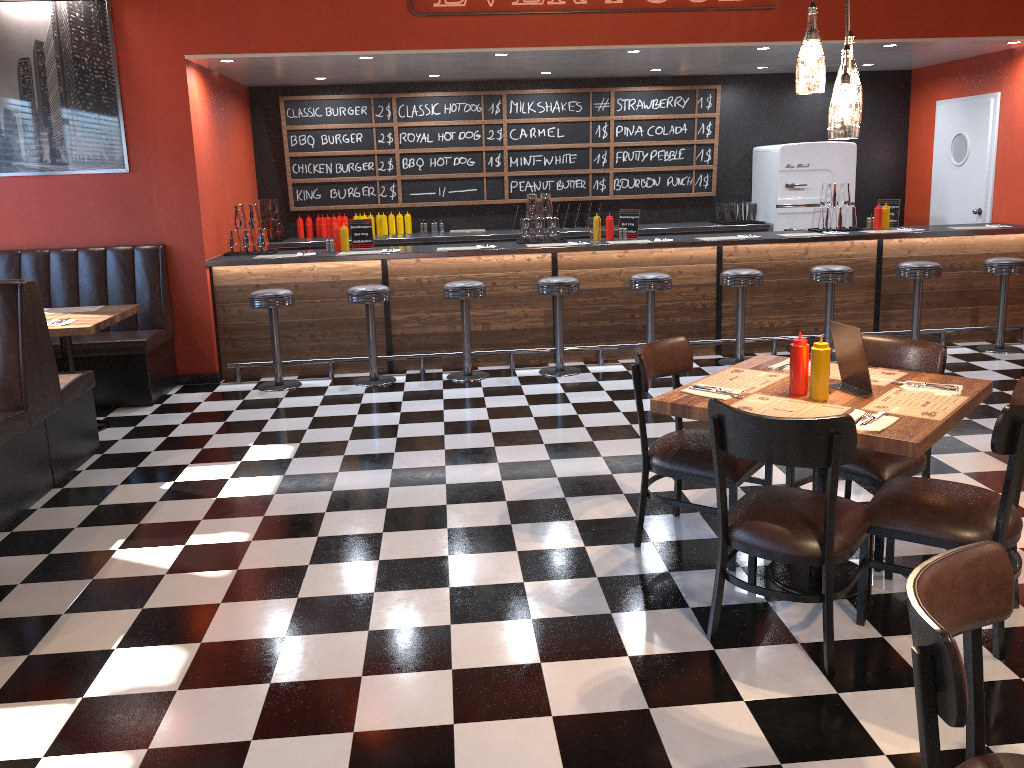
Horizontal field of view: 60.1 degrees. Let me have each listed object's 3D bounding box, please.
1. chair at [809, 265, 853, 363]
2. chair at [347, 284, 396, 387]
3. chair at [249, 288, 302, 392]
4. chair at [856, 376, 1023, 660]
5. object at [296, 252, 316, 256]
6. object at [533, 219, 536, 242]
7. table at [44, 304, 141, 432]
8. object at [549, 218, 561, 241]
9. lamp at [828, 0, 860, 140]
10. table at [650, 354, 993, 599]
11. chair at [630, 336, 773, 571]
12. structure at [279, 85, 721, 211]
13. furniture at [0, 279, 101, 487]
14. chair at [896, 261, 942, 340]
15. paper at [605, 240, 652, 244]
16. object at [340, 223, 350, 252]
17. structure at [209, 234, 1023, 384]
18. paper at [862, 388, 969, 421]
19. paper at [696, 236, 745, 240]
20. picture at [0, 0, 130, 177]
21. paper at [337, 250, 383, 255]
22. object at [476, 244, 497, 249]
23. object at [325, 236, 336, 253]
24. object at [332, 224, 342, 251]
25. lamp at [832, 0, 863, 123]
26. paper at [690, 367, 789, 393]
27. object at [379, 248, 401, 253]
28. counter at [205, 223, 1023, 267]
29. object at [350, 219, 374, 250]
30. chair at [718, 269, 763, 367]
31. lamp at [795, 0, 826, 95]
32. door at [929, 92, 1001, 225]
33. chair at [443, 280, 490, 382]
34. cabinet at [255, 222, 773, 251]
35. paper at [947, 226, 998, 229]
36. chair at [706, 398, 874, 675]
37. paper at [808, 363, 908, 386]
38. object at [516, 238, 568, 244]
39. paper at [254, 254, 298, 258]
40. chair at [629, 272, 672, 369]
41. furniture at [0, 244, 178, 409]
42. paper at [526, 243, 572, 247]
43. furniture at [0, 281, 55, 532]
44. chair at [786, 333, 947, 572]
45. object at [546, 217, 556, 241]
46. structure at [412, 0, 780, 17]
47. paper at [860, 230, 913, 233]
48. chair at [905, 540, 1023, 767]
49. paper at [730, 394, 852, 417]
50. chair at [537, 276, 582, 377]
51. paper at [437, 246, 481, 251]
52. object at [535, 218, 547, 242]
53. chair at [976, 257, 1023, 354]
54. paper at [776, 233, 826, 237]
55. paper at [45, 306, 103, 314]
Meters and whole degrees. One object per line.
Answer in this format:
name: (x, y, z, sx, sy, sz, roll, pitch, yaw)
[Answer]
chair: (2.627, -0.591, 7.331, 0.348, 0.768, 0.351, -3, 12, -4)
chair: (-1.117, -0.397, 7.046, 0.350, 0.768, 0.350, -13, 16, -43)
chair: (-1.866, -0.358, 6.988, 0.349, 0.768, 0.350, 8, 15, 40)
chair: (1.561, 0.421, 3.121, 0.546, 0.860, 0.489, 7, 15, 35)
object: (-1.702, -1.077, 7.316, 0.157, 0.019, 0.257, -4, 14, -8)
object: (0.232, -1.358, 7.801, 0.106, 0.207, 0.106, 8, 15, 40)
table: (-3.461, -0.042, 5.909, 1.692, 0.767, 0.965, -3, 13, -4)
object: (0.371, -1.338, 7.697, 0.106, 0.207, 0.106, 8, 15, 40)
lamp: (1.155, -1.833, 2.984, 0.109, 1.949, 0.109, 8, 15, 41)
table: (1.207, 0.398, 3.461, 0.959, 0.767, 0.966, 9, 17, 39)
chair: (0.806, 0.267, 3.857, 0.546, 0.860, 0.489, 6, 15, 34)
structure: (-0.070, -2.470, 9.276, 4.543, 1.137, 0.202, -3, 11, -4)
furniture: (-3.405, -0.030, 5.055, 1.709, 1.144, 0.712, -3, 12, -4)
chair: (3.376, -0.630, 7.388, 0.348, 0.768, 0.351, -2, 12, 1)
paper: (0.994, -1.205, 7.508, 0.365, 0.001, 0.263, -3, 14, -3)
object: (-1.415, -1.242, 7.492, 0.068, 0.236, 0.068, -2, 12, -3)
structure: (1.075, -0.618, 7.475, 7.041, 1.031, 0.217, -3, 11, -4)
paper: (1.442, 0.068, 3.161, 0.262, 0.001, 0.367, 10, 18, 39)
paper: (1.773, -1.244, 7.563, 0.365, 0.001, 0.263, -4, 14, -8)
picture: (-3.503, -2.251, 6.720, 1.023, 1.290, 0.016, -3, 11, -4)
paper: (-1.248, -1.088, 7.334, 0.365, 0.001, 0.263, -3, 14, -3)
object: (-0.217, -1.163, 7.467, 0.157, 0.019, 0.257, -4, 14, -8)
object: (-1.531, -1.174, 7.448, 0.094, 0.135, 0.047, 5, 14, 30)
object: (-1.494, -1.255, 7.556, 0.068, 0.236, 0.068, -2, 12, -3)
lamp: (1.202, -1.918, 3.083, 0.108, 1.949, 0.109, -5, 12, -17)
paper: (0.928, -0.018, 3.585, 0.262, 0.001, 0.367, 10, 18, 39)
object: (-1.012, -1.116, 7.383, 0.157, 0.019, 0.257, -2, 14, 1)
counter: (1.032, -1.220, 7.672, 7.041, 0.050, 0.681, -3, 14, -4)
object: (-1.293, -1.289, 7.630, 0.188, 0.255, 0.073, -5, 12, -14)
chair: (1.878, -0.553, 7.274, 0.349, 0.768, 0.350, 8, 15, 40)
lamp: (1.077, -2.035, 3.108, 0.108, 1.949, 0.109, -4, 12, -12)
door: (4.429, -1.728, 8.813, 0.161, 2.160, 1.035, -3, 12, -4)
chair: (-0.368, -0.436, 7.103, 0.350, 0.768, 0.350, -13, 16, -43)
cabinet: (0.034, -1.102, 9.313, 5.285, 0.991, 0.681, -3, 12, -4)
paper: (4.045, -1.369, 7.764, 0.365, 0.001, 0.263, 0, 14, 6)
chair: (0.959, 0.456, 3.061, 0.487, 0.860, 0.548, 6, 14, 34)
paper: (1.389, -0.044, 3.628, 0.366, 0.001, 0.262, 11, 18, 42)
object: (0.262, -1.254, 7.774, 0.437, 0.018, 0.275, -3, 14, -4)
paper: (-1.920, -1.050, 7.269, 0.365, 0.001, 0.263, -3, 14, -3)
chair: (1.129, -0.514, 7.217, 0.349, 0.768, 0.350, 8, 15, 40)
furniture: (-3.547, -0.428, 6.710, 1.709, 1.144, 0.712, -3, 12, -4)
paper: (0.307, -1.171, 7.462, 0.365, 0.001, 0.263, -3, 14, -3)
furniture: (-3.346, 0.136, 4.365, 1.709, 1.144, 0.712, -3, 12, -4)
chair: (1.532, 0.254, 3.812, 0.547, 0.860, 0.489, -11, 15, -37)
object: (0.350, -1.365, 7.811, 0.106, 0.207, 0.106, 8, 15, 40)
structure: (0.664, -3.105, 6.858, 2.875, 0.435, 0.123, -3, 12, -4)
paper: (3.246, -1.328, 7.703, 0.365, 0.001, 0.263, -3, 14, -4)
chair: (0.993, 0.805, 1.620, 0.546, 0.860, 0.489, 7, 15, 37)
paper: (0.977, 0.087, 3.148, 0.366, 0.001, 0.262, 9, 18, 39)
chair: (0.381, -0.475, 7.160, 0.349, 0.768, 0.351, 6, 14, 35)
paper: (-0.446, -1.135, 7.418, 0.365, 0.001, 0.263, -3, 14, -3)
object: (0.248, -1.333, 7.695, 0.106, 0.207, 0.106, 8, 15, 40)
chair: (4.124, -0.669, 7.445, 0.349, 0.768, 0.350, 8, 15, 40)
paper: (2.501, -1.291, 7.653, 0.365, 0.001, 0.263, -3, 14, -3)
paper: (-3.072, -0.518, 6.189, 0.365, 0.001, 0.263, -4, 14, -9)
